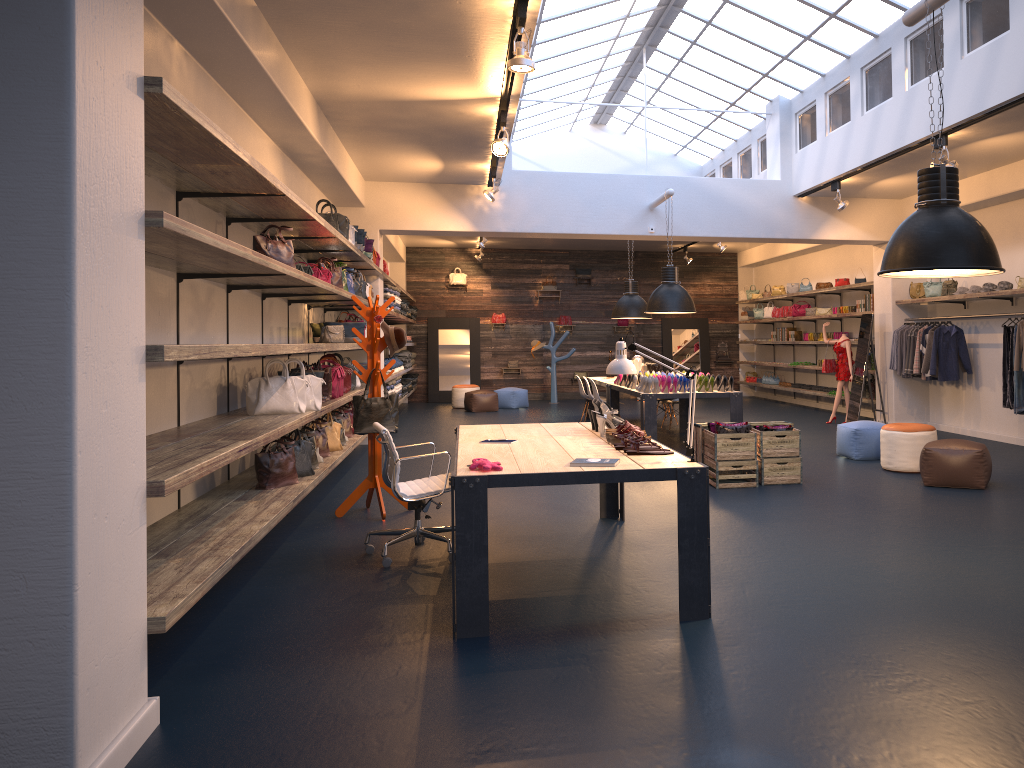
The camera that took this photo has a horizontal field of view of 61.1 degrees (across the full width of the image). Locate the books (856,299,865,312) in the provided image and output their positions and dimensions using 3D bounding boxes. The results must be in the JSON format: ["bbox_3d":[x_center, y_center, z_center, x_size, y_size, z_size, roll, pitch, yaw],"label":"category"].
[{"bbox_3d":[5.975,-1.319,14.698,0.184,0.210,0.310,0,2,-5],"label":"books"}]

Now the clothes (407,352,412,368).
[{"bbox_3d":[-2.145,-0.474,17.011,0.411,0.318,0.339,-1,1,-21],"label":"clothes"}]

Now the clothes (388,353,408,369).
[{"bbox_3d":[-2.072,-0.411,15.870,0.393,0.303,0.333,-1,1,-20],"label":"clothes"}]

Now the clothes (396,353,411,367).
[{"bbox_3d":[-2.115,-0.448,16.643,0.393,0.303,0.333,-1,1,-20],"label":"clothes"}]

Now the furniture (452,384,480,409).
[{"bbox_3d":[-0.950,0.255,17.919,0.592,0.480,0.568,0,1,-5],"label":"furniture"}]

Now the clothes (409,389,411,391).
[{"bbox_3d":[-2.184,0.034,16.954,0.430,0.251,0.335,-1,1,-11],"label":"clothes"}]

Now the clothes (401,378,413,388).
[{"bbox_3d":[-2.228,-0.004,17.750,0.430,0.251,0.335,-1,1,-11],"label":"clothes"}]

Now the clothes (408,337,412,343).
[{"bbox_3d":[-2.335,-0.947,18.575,0.342,0.159,0.328,0,2,13],"label":"clothes"}]

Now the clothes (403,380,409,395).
[{"bbox_3d":[-2.055,0.069,15.773,0.363,0.299,0.297,0,1,-8],"label":"clothes"}]

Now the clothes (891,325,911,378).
[{"bbox_3d":[5.992,-0.492,13.166,0.560,0.816,0.117,0,-1,-12],"label":"clothes"}]

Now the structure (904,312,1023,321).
[{"bbox_3d":[6.248,-0.777,9.049,0.040,0.039,8.498,0,3,-3],"label":"structure"}]

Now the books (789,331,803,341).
[{"bbox_3d":[5.916,-0.999,18.122,0.187,0.213,0.321,0,2,-6],"label":"books"}]

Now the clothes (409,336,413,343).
[{"bbox_3d":[-2.330,-0.969,18.907,0.332,0.155,0.338,-1,2,-13],"label":"clothes"}]

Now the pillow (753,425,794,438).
[{"bbox_3d":[2.519,0.539,8.435,0.317,0.319,0.446,0,2,-6],"label":"pillow"}]

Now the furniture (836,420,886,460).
[{"bbox_3d":[4.119,0.639,10.091,0.670,0.423,0.627,-1,2,-9],"label":"furniture"}]

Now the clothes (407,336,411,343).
[{"bbox_3d":[-2.291,-0.935,18.202,0.332,0.155,0.338,-1,2,-13],"label":"clothes"}]

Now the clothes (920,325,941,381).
[{"bbox_3d":[6.073,-0.443,12.398,0.582,0.795,0.119,0,-1,-10],"label":"clothes"}]

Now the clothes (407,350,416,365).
[{"bbox_3d":[-2.281,-0.586,18.970,0.340,0.342,0.390,0,1,0],"label":"clothes"}]

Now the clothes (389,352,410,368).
[{"bbox_3d":[-2.103,-0.436,16.238,0.411,0.318,0.339,-1,1,-21],"label":"clothes"}]

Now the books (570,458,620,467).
[{"bbox_3d":[0.418,0.394,4.359,0.222,0.017,0.182,0,3,9],"label":"books"}]

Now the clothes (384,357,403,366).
[{"bbox_3d":[-2.153,-0.355,15.416,0.437,0.241,0.417,-1,2,-8],"label":"clothes"}]

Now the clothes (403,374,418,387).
[{"bbox_3d":[-2.203,-0.060,18.457,0.385,0.299,0.304,-1,1,-19],"label":"clothes"}]

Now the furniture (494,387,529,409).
[{"bbox_3d":[-0.022,0.280,17.911,0.602,0.423,0.695,1,2,32],"label":"furniture"}]

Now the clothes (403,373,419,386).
[{"bbox_3d":[-2.232,-0.083,18.940,0.373,0.299,0.634,0,2,-4],"label":"clothes"}]

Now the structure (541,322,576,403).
[{"bbox_3d":[0.964,-0.481,19.253,0.923,1.809,0.180,0,-1,16],"label":"structure"}]

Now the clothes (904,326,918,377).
[{"bbox_3d":[6.042,-0.472,12.729,0.675,0.755,0.124,0,-1,-10],"label":"clothes"}]

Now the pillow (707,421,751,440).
[{"bbox_3d":[2.045,0.516,8.236,0.367,0.349,0.424,0,1,-7],"label":"pillow"}]

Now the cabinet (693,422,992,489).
[{"bbox_3d":[3.126,0.670,8.256,2.777,0.548,0.750,0,1,3],"label":"cabinet"}]

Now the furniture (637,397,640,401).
[{"bbox_3d":[3.161,0.137,19.992,0.592,0.480,0.568,0,1,-5],"label":"furniture"}]

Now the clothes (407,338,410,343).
[{"bbox_3d":[-2.297,-0.913,17.870,0.342,0.159,0.328,0,2,13],"label":"clothes"}]

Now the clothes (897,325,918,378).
[{"bbox_3d":[6.035,-0.494,13.037,0.551,0.802,0.181,0,-1,-15],"label":"clothes"}]

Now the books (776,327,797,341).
[{"bbox_3d":[5.878,-1.063,18.601,0.246,0.288,0.621,0,2,-6],"label":"books"}]

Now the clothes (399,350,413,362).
[{"bbox_3d":[-2.210,-0.523,17.674,0.340,0.342,0.390,0,1,0],"label":"clothes"}]

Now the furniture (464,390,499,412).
[{"bbox_3d":[-0.604,0.324,17.071,0.692,0.423,0.606,-1,2,-24],"label":"furniture"}]

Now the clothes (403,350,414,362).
[{"bbox_3d":[-2.233,-0.544,18.106,0.340,0.342,0.390,0,1,0],"label":"clothes"}]

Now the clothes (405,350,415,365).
[{"bbox_3d":[-2.257,-0.565,18.538,0.340,0.342,0.390,0,1,0],"label":"clothes"}]

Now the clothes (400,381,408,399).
[{"bbox_3d":[-2.009,0.099,15.137,0.378,0.299,0.320,0,1,-5],"label":"clothes"}]

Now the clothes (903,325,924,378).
[{"bbox_3d":[6.044,-0.487,12.880,0.551,0.802,0.181,0,-1,-15],"label":"clothes"}]

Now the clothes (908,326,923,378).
[{"bbox_3d":[6.047,-0.467,12.633,0.675,0.755,0.124,0,-1,-10],"label":"clothes"}]

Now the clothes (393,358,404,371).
[{"bbox_3d":[-2.132,-0.336,15.023,0.417,0.241,0.437,0,2,8],"label":"clothes"}]

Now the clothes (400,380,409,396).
[{"bbox_3d":[-2.037,0.084,15.454,0.385,0.299,0.304,-1,1,-19],"label":"clothes"}]

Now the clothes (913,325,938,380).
[{"bbox_3d":[6.069,-0.457,12.506,0.698,0.797,0.169,0,-1,-12],"label":"clothes"}]

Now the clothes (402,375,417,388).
[{"bbox_3d":[-2.174,-0.045,18.140,0.378,0.299,0.320,0,1,-5],"label":"clothes"}]

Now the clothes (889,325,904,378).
[{"bbox_3d":[5.988,-0.495,13.232,0.560,0.816,0.117,0,-1,-12],"label":"clothes"}]

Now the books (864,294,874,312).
[{"bbox_3d":[6.032,-1.337,14.242,0.246,0.288,0.621,0,2,-6],"label":"books"}]

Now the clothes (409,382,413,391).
[{"bbox_3d":[-2.208,0.015,17.362,0.416,0.251,0.347,0,1,1],"label":"clothes"}]

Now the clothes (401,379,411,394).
[{"bbox_3d":[-2.073,0.053,16.094,0.356,0.299,0.304,0,1,-2],"label":"clothes"}]

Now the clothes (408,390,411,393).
[{"bbox_3d":[-2.164,0.053,16.566,0.416,0.251,0.347,0,1,1],"label":"clothes"}]

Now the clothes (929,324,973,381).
[{"bbox_3d":[6.095,-0.435,12.079,0.698,0.797,0.169,0,-1,-12],"label":"clothes"}]

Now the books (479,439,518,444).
[{"bbox_3d":[-0.081,0.349,5.334,0.197,0.018,0.142,0,3,12],"label":"books"}]

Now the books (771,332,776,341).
[{"bbox_3d":[5.821,-1.045,19.057,0.184,0.210,0.310,0,2,-5],"label":"books"}]

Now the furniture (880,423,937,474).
[{"bbox_3d":[4.149,0.658,9.077,0.592,0.480,0.568,0,1,-5],"label":"furniture"}]

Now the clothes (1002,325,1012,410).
[{"bbox_3d":[6.146,-0.206,10.722,0.237,1.049,0.143,0,-1,-10],"label":"clothes"}]

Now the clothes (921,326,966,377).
[{"bbox_3d":[6.087,-0.453,12.236,0.729,0.736,0.166,0,-1,-13],"label":"clothes"}]

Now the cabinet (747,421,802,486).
[{"bbox_3d":[2.530,0.664,8.433,0.484,0.549,0.541,0,1,-7],"label":"cabinet"}]
